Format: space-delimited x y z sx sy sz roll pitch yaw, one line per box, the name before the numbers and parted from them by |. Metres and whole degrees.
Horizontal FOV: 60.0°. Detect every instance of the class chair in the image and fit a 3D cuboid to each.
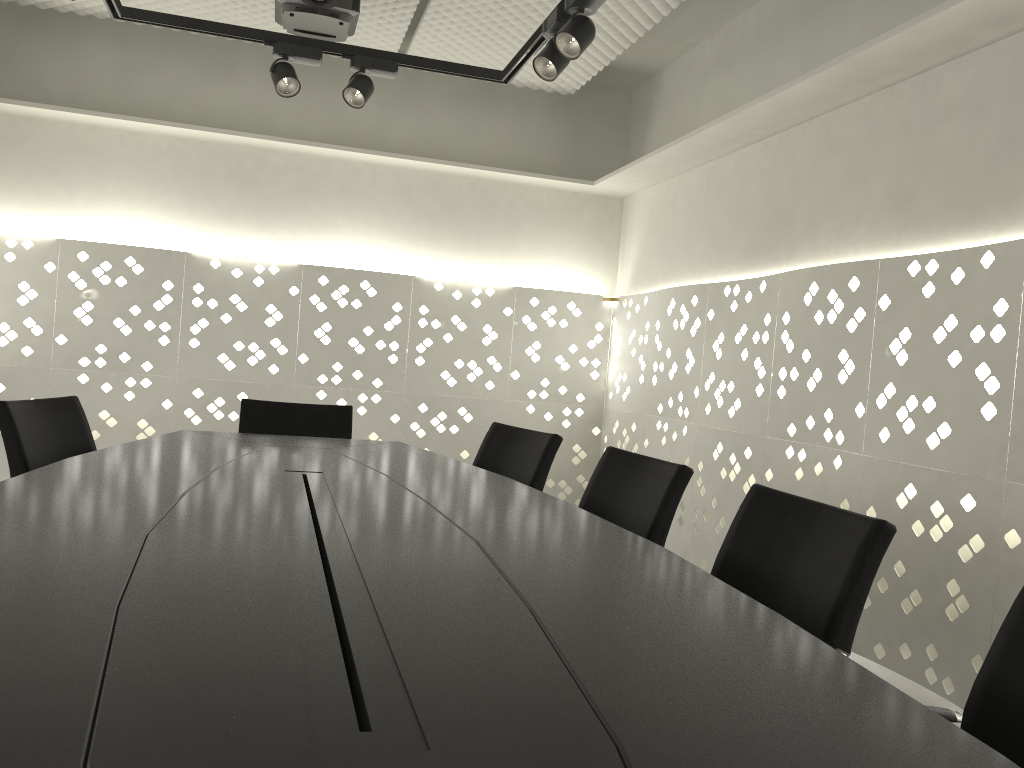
chair | -1.193 0.433 2.587 0.579 0.757 0.559 5 1 4
chair | 0.342 0.579 1.595 0.579 0.757 0.559 4 1 -11
chair | 0.132 0.548 2.231 0.579 0.757 0.559 4 1 -16
chair | 0.483 0.604 0.935 0.579 0.757 0.559 5 1 -1
chair | -0.156 0.511 2.851 0.579 0.757 0.559 4 1 -26
chair | -0.774 0.454 3.175 0.559 0.757 0.579 4 1 -11

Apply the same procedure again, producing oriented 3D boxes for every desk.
desk | -0.339 0.578 1.450 1.223 0.658 3.364 4 1 -15

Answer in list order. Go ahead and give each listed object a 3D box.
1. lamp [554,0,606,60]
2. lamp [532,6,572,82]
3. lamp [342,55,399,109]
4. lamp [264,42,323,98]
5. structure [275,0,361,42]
lamp | 0.194 -1.070 2.595 0.126 0.224 0.213 4 1 -12
lamp | 0.136 -1.079 2.811 0.126 0.224 0.213 4 1 -12
lamp | -0.538 -1.146 3.348 0.214 0.224 0.118 4 1 -26
lamp | -0.809 -1.166 3.264 0.213 0.224 0.126 4 1 -12
structure | -0.790 -1.510 3.592 0.327 0.144 0.371 4 1 -15
